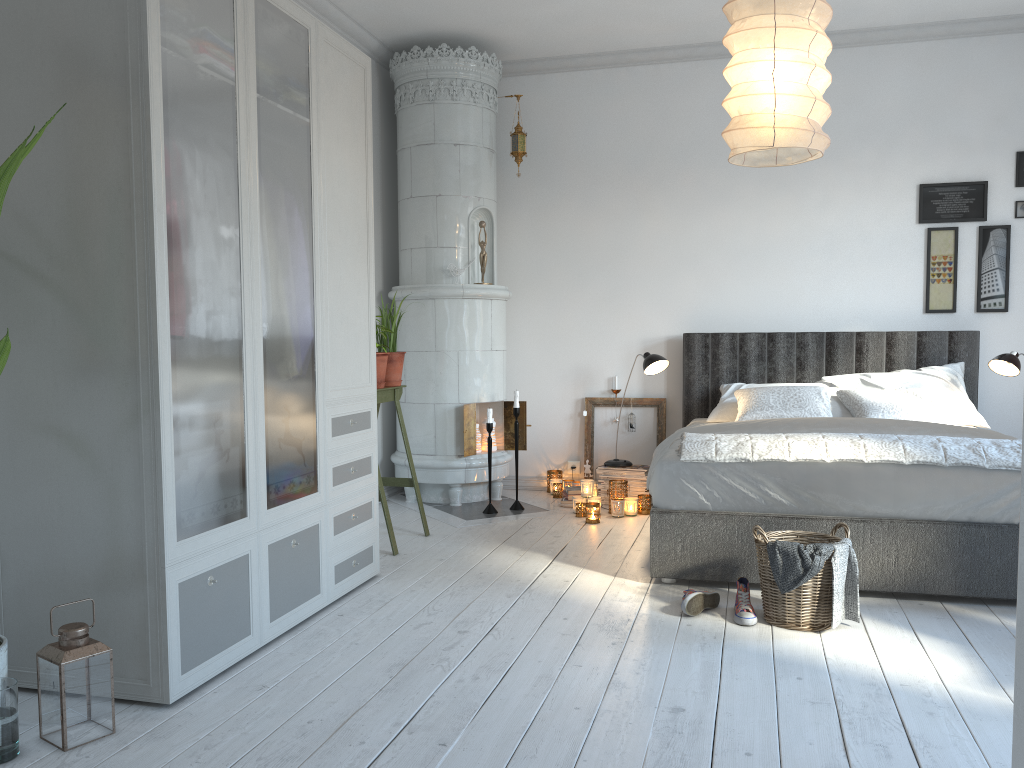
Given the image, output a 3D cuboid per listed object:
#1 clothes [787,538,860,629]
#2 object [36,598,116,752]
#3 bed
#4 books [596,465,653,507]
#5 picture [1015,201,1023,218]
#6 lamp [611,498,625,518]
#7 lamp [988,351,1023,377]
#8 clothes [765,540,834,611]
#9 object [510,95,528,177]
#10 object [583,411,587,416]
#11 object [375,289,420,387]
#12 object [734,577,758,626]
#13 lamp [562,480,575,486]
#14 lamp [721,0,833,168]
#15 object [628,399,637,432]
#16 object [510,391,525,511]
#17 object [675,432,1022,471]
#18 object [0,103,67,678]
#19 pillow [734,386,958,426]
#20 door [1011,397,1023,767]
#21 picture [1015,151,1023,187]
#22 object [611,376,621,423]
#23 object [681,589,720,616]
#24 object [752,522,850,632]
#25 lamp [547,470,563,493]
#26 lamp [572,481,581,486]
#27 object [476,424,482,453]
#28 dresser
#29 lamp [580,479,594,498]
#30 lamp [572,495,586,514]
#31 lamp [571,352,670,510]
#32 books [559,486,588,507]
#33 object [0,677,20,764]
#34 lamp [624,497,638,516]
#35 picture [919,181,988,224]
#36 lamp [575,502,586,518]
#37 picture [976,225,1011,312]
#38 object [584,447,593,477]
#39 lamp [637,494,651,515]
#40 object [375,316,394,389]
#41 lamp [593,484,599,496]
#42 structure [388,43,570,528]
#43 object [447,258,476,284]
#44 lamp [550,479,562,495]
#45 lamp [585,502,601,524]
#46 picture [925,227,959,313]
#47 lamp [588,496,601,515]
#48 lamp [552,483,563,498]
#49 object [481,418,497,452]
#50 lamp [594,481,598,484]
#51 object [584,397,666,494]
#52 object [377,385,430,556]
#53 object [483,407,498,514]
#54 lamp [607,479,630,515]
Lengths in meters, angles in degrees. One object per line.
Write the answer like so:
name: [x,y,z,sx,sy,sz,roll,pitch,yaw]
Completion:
clothes: [1.051,0.685,3.138,0.235,0.289,0.283,-3,4,-36]
object: [-1.121,0.733,2.269,0.131,0.352,0.137,3,5,37]
bed: [1.633,0.258,4.396,1.888,1.048,2.174,0,3,15]
books: [0.720,0.620,5.482,0.346,0.232,0.245,1,4,23]
picture: [2.978,-1.011,5.128,0.119,0.098,0.010,1,4,15]
lamp: [0.605,0.709,5.060,0.080,0.099,0.080,-3,5,-41]
lamp: [2.929,0.285,4.861,0.800,0.937,0.449,-1,4,-3]
clothes: [1.012,0.673,3.109,0.246,0.270,0.297,1,3,16]
object: [0.041,-1.551,5.570,0.117,0.506,0.105,-1,4,-11]
object: [0.482,0.148,5.847,0.024,0.127,0.023,0,4,-1]
object: [-0.617,-0.238,4.582,0.333,0.499,0.300,0,4,-2]
object: [0.848,0.789,3.216,0.083,0.122,0.222,1,3,15]
lamp: [0.368,0.676,5.758,0.080,0.099,0.080,-1,4,-14]
lamp: [0.840,-1.342,2.804,0.340,1.232,0.338,-4,5,-44]
object: [0.782,0.197,5.769,0.062,0.228,0.063,3,5,39]
object: [0.028,0.390,5.274,0.091,0.719,0.091,1,4,24]
object: [1.406,0.262,3.583,1.460,0.104,0.404,0,3,15]
object: [-1.330,0.134,2.141,1.043,1.556,0.288,3,5,45]
pillow: [1.774,0.126,4.794,1.146,0.226,0.415,0,3,8]
door: [-0.406,-0.261,0.416,2.598,2.508,0.577,1,4,15]
picture: [2.977,-1.241,5.112,0.128,0.202,0.011,1,4,15]
object: [0.682,0.102,5.806,0.067,0.321,0.067,-2,4,-26]
object: [0.668,0.803,3.313,0.120,0.084,0.222,3,4,44]
object: [1.028,0.674,3.165,0.319,0.351,0.319,-4,5,-43]
lamp: [0.285,0.648,5.899,0.107,0.141,0.107,-1,4,-12]
lamp: [0.424,0.679,5.691,0.080,0.099,0.080,-1,4,-14]
object: [-0.236,0.338,5.502,0.093,0.180,0.092,1,4,19]
dresser: [-1.051,-0.235,3.134,0.630,2.165,1.430,1,4,15]
lamp: [0.437,0.607,5.145,0.080,0.099,0.080,-2,4,-32]
lamp: [0.392,0.705,5.164,0.080,0.099,0.080,-3,5,-41]
lamp: [0.623,0.270,5.477,0.825,0.937,0.450,2,4,33]
books: [0.386,0.693,5.445,0.175,0.096,0.262,0,3,10]
object: [-1.256,0.820,2.157,0.100,0.180,0.100,-1,4,-15]
lamp: [0.685,0.706,5.096,0.080,0.099,0.080,-3,5,-41]
picture: [2.597,-1.069,5.223,0.365,0.232,0.020,0,4,15]
lamp: [0.394,0.720,5.058,0.070,0.079,0.067,-3,4,-33]
picture: [2.819,-0.674,5.191,0.165,0.505,0.020,1,4,15]
object: [0.504,0.501,5.834,0.062,0.221,0.028,0,4,10]
lamp: [0.768,0.699,5.143,0.080,0.107,0.080,-1,4,-12]
object: [-0.677,-0.163,4.388,0.234,0.370,0.258,1,4,27]
lamp: [0.507,0.684,5.580,0.080,0.099,0.080,-1,4,-14]
structure: [-0.271,-0.594,5.439,0.800,2.839,1.247,-3,4,-30]
object: [-0.303,-0.678,5.310,0.196,0.165,0.059,-2,4,-30]
lamp: [0.288,0.674,5.801,0.080,0.099,0.080,-1,4,-14]
lamp: [0.446,0.713,4.904,0.081,0.106,0.081,-1,4,-8]
picture: [2.552,-0.675,5.262,0.165,0.505,0.020,1,4,15]
lamp: [0.477,0.706,5.135,0.080,0.099,0.080,-3,5,-41]
lamp: [0.290,0.684,5.687,0.073,0.092,0.063,-4,5,-42]
object: [-0.144,0.319,5.569,0.098,0.210,0.098,1,4,14]
lamp: [0.511,0.677,5.712,0.080,0.099,0.080,-2,4,-29]
object: [0.735,0.405,5.787,0.528,0.631,0.082,1,4,15]
object: [-0.699,0.408,4.429,0.431,0.775,0.670,1,4,15]
object: [-0.129,0.444,5.175,0.091,0.623,0.091,-1,4,-7]
lamp: [0.622,0.658,5.169,0.121,0.188,0.117,-3,4,-32]
